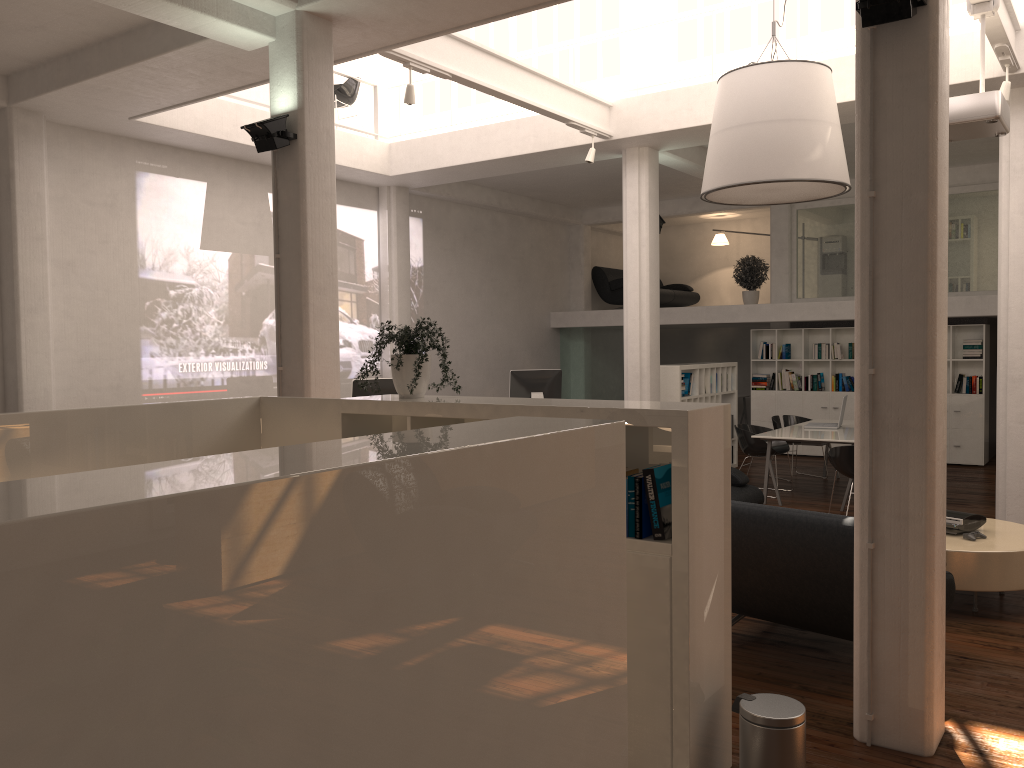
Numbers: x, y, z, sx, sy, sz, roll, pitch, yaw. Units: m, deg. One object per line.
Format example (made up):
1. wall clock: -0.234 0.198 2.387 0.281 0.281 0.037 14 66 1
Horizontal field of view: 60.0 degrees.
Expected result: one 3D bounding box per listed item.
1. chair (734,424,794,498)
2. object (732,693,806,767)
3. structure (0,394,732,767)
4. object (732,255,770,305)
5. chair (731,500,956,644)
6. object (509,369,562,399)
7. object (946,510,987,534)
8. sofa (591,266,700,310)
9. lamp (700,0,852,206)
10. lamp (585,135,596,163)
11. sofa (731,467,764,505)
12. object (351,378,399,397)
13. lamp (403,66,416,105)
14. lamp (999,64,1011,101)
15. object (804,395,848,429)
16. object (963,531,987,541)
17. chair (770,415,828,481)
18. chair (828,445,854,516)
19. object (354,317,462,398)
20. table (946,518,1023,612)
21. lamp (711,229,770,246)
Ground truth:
1. chair: 3.695 1.115 13.166 0.757 1.004 0.795 1 3 35
2. object: 1.276 1.791 4.316 0.415 0.465 0.311 0 3 18
3. structure: -1.495 1.136 3.585 3.131 1.914 4.752 1 3 35
4. object: 5.106 -2.195 18.930 0.793 1.127 0.770 1 3 33
5. chair: 2.183 1.358 6.403 1.481 1.130 1.454 -3 3 -44
6. object: 0.408 0.202 14.911 0.886 0.888 0.347 -1 2 -10
7. object: 3.770 1.189 7.799 0.471 0.163 0.558 -2 3 -35
8. sofa: 3.348 -2.281 21.850 1.467 1.119 3.087 1 3 35
9. lamp: 2.472 -3.949 8.376 1.386 4.284 1.386 -3 3 -41
10. lamp: 1.019 -3.069 11.604 0.136 0.357 0.117 1 3 29
11. sofa: 1.436 1.248 9.374 1.467 1.119 3.087 1 3 35
12. object: -1.690 0.368 11.659 0.886 0.888 0.347 -2 3 -35
13. lamp: -1.002 -2.919 8.709 0.136 0.357 0.117 1 3 41
14. lamp: 4.927 -3.007 8.886 0.136 0.357 0.117 1 3 41
15. object: 4.738 0.411 13.371 0.557 0.470 0.702 0 3 25
16. object: 3.816 1.237 7.425 0.193 0.099 0.231 -2 3 -32
17. chair: 4.667 1.040 14.625 0.795 1.004 0.757 -2 3 -20
18. chair: 4.309 1.205 10.831 0.795 1.004 0.757 0 2 10
19. object: -0.623 -0.169 5.549 0.646 0.504 0.709 -2 3 -24
20. table: 3.798 1.560 7.759 1.616 0.570 1.616 1 3 28
21. lamp: 5.849 -3.508 20.833 2.635 0.513 0.447 2 3 44
